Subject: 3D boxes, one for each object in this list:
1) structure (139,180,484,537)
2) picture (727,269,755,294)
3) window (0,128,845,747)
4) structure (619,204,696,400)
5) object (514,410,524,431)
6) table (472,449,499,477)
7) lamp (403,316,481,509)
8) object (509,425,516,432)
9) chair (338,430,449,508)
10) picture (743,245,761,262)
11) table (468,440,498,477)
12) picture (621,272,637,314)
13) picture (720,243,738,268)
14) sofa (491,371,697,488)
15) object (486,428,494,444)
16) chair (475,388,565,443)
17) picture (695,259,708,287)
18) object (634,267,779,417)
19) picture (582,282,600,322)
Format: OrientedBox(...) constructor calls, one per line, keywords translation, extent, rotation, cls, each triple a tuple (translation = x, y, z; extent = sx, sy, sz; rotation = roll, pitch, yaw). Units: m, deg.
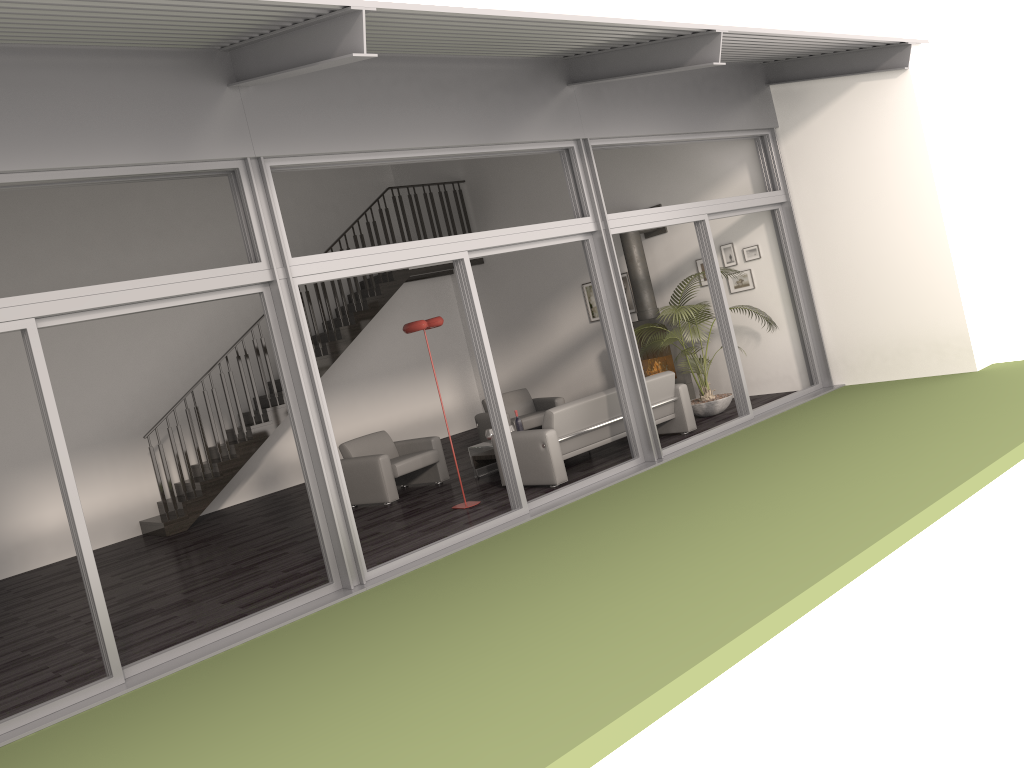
OrientedBox(translation=(-2.687, -0.732, 13.322), extent=(6.373, 4.090, 0.996), rotation=(-16, 3, -39), cls="structure")
OrientedBox(translation=(2.836, -1.270, 10.986), extent=(0.015, 0.244, 0.358), rotation=(-14, 3, -39), cls="picture")
OrientedBox(translation=(-0.299, -0.603, 7.228), extent=(9.793, 3.468, 0.384), rotation=(-16, 3, -39), cls="window")
OrientedBox(translation=(2.028, -1.023, 11.766), extent=(1.121, 2.672, 0.815), rotation=(-15, 2, -39), cls="structure")
OrientedBox(translation=(0.083, 0.475, 9.966), extent=(0.094, 0.370, 0.092), rotation=(-15, 2, -40), cls="object")
OrientedBox(translation=(0.220, 0.761, 9.970), extent=(1.206, 0.250, 0.598), rotation=(-16, 4, -39), cls="table")
OrientedBox(translation=(-0.637, 0.271, 8.309), extent=(0.355, 1.787, 0.363), rotation=(-14, 2, -39), cls="lamp")
OrientedBox(translation=(-0.011, 0.526, 9.630), extent=(0.115, 0.155, 0.116), rotation=(-12, 3, 41), cls="object")
OrientedBox(translation=(-1.355, 0.895, 9.947), extent=(0.906, 0.717, 0.968), rotation=(-11, 3, 41), cls="chair")
OrientedBox(translation=(2.920, -1.591, 10.788), extent=(0.015, 0.166, 0.220), rotation=(-14, 3, -39), cls="picture")
OrientedBox(translation=(-0.091, 0.795, 9.714), extent=(0.402, 0.341, 0.678), rotation=(-15, 4, -39), cls="table")
OrientedBox(translation=(1.558, -1.263, 12.503), extent=(0.027, 0.577, 0.392), rotation=(-14, 2, -39), cls="picture")
OrientedBox(translation=(2.702, -1.604, 11.043), extent=(0.015, 0.280, 0.190), rotation=(-14, 2, -39), cls="picture")
OrientedBox(translation=(0.845, 0.427, 9.106), extent=(2.125, 0.716, 0.898), rotation=(-16, 4, -39), cls="sofa")
OrientedBox(translation=(-0.231, 0.571, 9.742), extent=(0.116, 0.155, 0.115), rotation=(-15, 2, -31), cls="object")
OrientedBox(translation=(0.133, 0.453, 11.416), extent=(0.966, 0.717, 0.908), rotation=(-15, 3, -24), cls="chair")
OrientedBox(translation=(2.502, -1.441, 11.331), extent=(0.015, 0.352, 0.287), rotation=(-14, 2, -39), cls="picture")
OrientedBox(translation=(2.016, -0.419, 10.439), extent=(1.712, 1.665, 2.130), rotation=(-11, 4, 45), cls="object")
OrientedBox(translation=(1.224, -1.210, 12.915), extent=(0.027, 0.577, 0.392), rotation=(-14, 2, -39), cls="picture")
